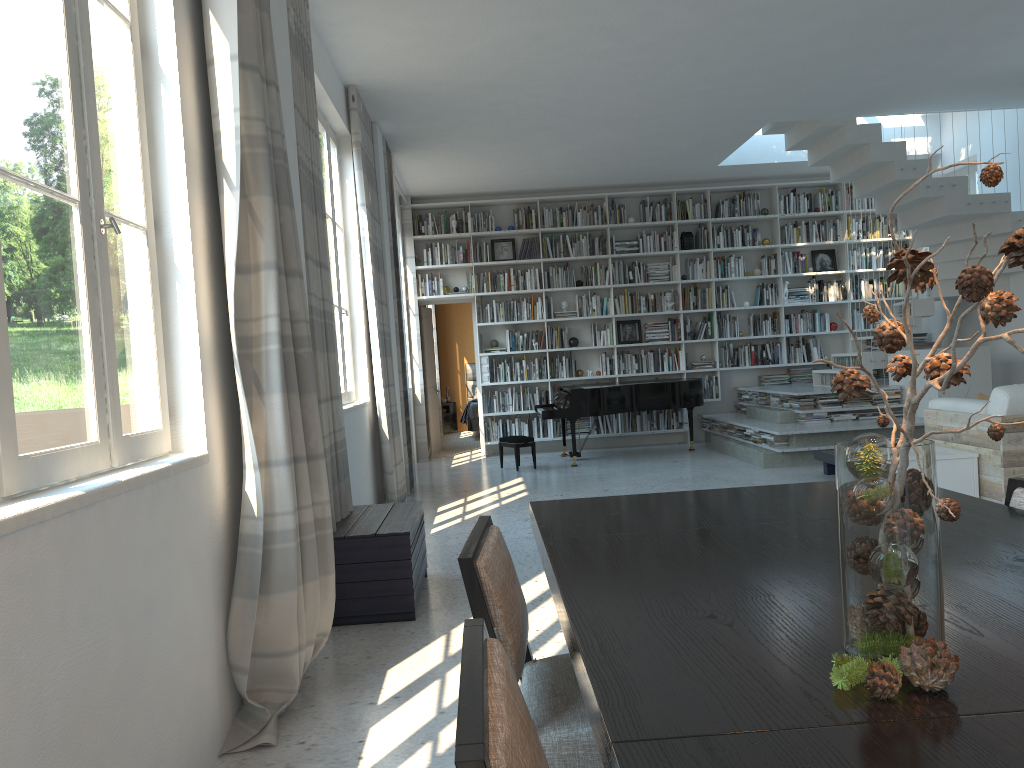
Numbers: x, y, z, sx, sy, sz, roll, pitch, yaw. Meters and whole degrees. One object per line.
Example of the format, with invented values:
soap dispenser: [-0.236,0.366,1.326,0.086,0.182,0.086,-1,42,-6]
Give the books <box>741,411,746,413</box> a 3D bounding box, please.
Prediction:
books: [2.912,0.335,10.816,0.187,0.009,0.261,-4,1,1]

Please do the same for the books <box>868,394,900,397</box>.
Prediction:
books: [3.811,0.111,9.099,0.261,0.012,0.179,-4,1,2]

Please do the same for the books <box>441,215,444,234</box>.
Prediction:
books: [-0.854,-1.947,10.958,0.030,0.257,0.130,-4,2,-2]

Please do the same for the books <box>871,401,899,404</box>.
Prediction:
books: [3.815,0.189,9.118,0.259,0.009,0.152,-4,1,-5]

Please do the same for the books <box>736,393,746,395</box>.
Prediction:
books: [2.930,0.118,11.087,0.171,0.015,0.252,-4,1,-7]

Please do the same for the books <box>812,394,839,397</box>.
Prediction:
books: [3.231,0.120,9.112,0.261,0.016,0.128,-4,1,-3]

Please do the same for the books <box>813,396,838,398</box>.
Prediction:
books: [3.232,0.132,9.092,0.228,0.009,0.159,-4,1,-6]

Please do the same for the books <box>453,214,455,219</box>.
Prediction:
books: [-0.703,-1.955,10.951,0.021,0.253,0.179,-4,2,-2]

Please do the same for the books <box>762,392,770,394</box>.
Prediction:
books: [2.972,0.097,10.204,0.139,0.028,0.261,-4,1,3]

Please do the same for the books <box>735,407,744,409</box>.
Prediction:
books: [2.917,0.291,11.127,0.158,0.012,0.278,-4,1,-3]

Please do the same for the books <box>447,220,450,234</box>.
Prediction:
books: [-0.782,-1.916,10.947,0.024,0.187,0.159,-4,2,-2]

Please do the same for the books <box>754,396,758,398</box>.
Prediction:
books: [2.972,0.153,10.493,0.150,0.013,0.215,-4,1,-2]

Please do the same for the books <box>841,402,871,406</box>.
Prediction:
books: [3.517,0.205,9.117,0.293,0.014,0.133,-4,1,-5]

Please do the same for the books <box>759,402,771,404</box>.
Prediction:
books: [2.961,0.217,10.208,0.182,0.011,0.253,-4,1,2]

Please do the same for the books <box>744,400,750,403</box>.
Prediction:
books: [2.953,0.210,10.799,0.173,0.017,0.233,-4,1,-3]

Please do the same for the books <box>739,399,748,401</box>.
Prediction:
books: [2.945,0.189,11.090,0.163,0.017,0.232,-4,1,0]

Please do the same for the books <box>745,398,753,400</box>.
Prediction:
books: [2.956,0.176,10.798,0.152,0.009,0.259,-4,1,-5]

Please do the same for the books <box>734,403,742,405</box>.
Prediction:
books: [2.905,0.246,11.125,0.174,0.009,0.240,-4,1,0]

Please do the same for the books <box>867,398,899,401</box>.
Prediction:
books: [3.813,0.154,9.117,0.268,0.014,0.160,-4,1,-3]

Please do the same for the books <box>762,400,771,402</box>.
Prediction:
books: [2.988,0.187,10.208,0.138,0.017,0.237,-4,1,-3]

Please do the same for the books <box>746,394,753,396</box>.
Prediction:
books: [2.947,0.131,10.796,0.171,0.007,0.206,-4,1,0]

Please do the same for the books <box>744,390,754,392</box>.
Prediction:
books: [2.939,0.081,10.795,0.171,0.020,0.193,-4,1,-7]

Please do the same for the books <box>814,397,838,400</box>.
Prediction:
books: [3.233,0.145,9.101,0.221,0.018,0.154,-4,1,-1]

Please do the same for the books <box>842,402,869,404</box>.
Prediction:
books: [3.517,0.191,9.100,0.214,0.015,0.177,-4,1,-1]

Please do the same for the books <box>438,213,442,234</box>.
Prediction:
books: [-0.889,-1.957,10.938,0.039,0.283,0.181,-4,2,-2]

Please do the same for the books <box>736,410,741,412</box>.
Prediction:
books: [2.919,0.337,11.128,0.163,0.019,0.187,-4,1,-3]

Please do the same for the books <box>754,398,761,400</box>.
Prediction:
books: [2.969,0.168,10.494,0.154,0.018,0.220,-4,1,-3]

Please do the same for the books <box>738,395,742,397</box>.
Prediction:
books: [2.945,0.147,11.088,0.156,0.009,0.287,-4,1,-4]

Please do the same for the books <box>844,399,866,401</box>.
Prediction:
books: [3.515,0.164,9.107,0.179,0.010,0.160,-4,1,0]

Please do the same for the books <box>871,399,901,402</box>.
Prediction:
books: [3.814,0.166,9.097,0.281,0.008,0.181,-4,1,3]

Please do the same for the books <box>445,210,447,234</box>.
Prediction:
books: [-0.812,-1.978,10.955,0.029,0.315,0.129,-4,2,-2]

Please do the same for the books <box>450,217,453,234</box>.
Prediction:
books: [-0.748,-1.938,10.954,0.021,0.226,0.156,-4,2,-2]

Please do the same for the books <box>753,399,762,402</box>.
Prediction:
books: [2.959,0.190,10.494,0.164,0.023,0.242,-4,1,2]

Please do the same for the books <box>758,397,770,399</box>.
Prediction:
books: [2.965,0.154,10.206,0.179,0.017,0.293,-4,1,-1]

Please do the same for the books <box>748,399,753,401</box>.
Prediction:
books: [2.970,0.190,10.799,0.131,0.021,0.240,-4,1,0]

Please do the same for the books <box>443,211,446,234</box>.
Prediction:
books: [-0.833,-1.971,10.944,0.014,0.304,0.145,-4,2,-2]

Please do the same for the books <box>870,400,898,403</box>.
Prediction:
books: [3.814,0.177,9.123,0.262,0.016,0.132,-4,1,-7]

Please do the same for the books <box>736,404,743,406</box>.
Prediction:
books: [2.912,0.257,11.125,0.152,0.015,0.208,-4,1,3]

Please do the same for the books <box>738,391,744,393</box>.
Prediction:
books: [2.939,0.096,11.086,0.159,0.011,0.246,-4,1,-5]

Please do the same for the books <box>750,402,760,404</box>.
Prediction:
books: [2.957,0.219,10.495,0.183,0.012,0.296,-4,1,-3]

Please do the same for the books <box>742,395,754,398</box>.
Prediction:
books: [2.937,0.150,10.797,0.189,0.030,0.237,-4,1,-5]

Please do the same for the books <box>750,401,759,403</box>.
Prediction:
books: [2.952,0.208,10.495,0.190,0.012,0.235,-4,1,-4]

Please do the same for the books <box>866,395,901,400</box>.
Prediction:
books: [3.812,0.132,9.108,0.284,0.030,0.177,-4,1,-1]

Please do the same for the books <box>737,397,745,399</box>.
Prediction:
books: [2.935,0.173,11.089,0.175,0.017,0.265,-4,1,1]

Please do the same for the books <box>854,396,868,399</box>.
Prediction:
books: [3.513,0.141,9.094,0.203,0.011,0.173,-4,1,-7]

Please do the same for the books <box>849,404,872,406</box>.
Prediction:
books: [3.518,0.215,9.097,0.287,0.005,0.165,-4,1,3]

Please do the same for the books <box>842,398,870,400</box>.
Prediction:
books: [3.514,0.152,9.101,0.245,0.013,0.172,-4,1,-3]

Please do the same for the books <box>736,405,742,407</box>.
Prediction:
books: [2.911,0.269,11.126,0.159,0.009,0.210,-4,1,2]

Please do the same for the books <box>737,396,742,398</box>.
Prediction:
books: [2.939,0.158,11.088,0.179,0.012,0.261,-4,1,-2]

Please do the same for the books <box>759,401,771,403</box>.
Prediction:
books: [2.967,0.204,10.207,0.178,0.014,0.247,-4,1,-4]

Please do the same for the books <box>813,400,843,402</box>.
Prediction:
books: [3.235,0.174,9.098,0.260,0.009,0.153,-4,1,1]

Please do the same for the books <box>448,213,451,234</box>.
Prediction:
books: [-0.766,-1.961,10.953,0.013,0.275,0.158,-4,2,-2]

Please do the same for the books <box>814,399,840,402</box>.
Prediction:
books: [3.235,0.163,9.076,0.230,0.015,0.190,-4,1,3]

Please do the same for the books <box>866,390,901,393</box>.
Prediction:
books: [3.809,0.075,9.094,0.285,0.013,0.181,-4,1,-7]

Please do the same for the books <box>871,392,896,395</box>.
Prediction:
books: [3.809,0.093,9.105,0.192,0.024,0.167,-4,1,3]

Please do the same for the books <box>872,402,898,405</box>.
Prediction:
books: [3.816,0.199,9.109,0.220,0.011,0.177,-4,1,-4]

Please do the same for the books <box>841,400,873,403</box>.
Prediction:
books: [3.516,0.176,9.085,0.273,0.014,0.187,-4,1,-7]

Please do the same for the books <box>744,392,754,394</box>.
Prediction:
books: [2.951,0.106,10.796,0.163,0.018,0.289,-4,1,-3]

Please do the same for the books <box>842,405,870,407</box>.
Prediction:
books: [3.519,0.221,9.097,0.291,0.007,0.174,-4,1,1]
